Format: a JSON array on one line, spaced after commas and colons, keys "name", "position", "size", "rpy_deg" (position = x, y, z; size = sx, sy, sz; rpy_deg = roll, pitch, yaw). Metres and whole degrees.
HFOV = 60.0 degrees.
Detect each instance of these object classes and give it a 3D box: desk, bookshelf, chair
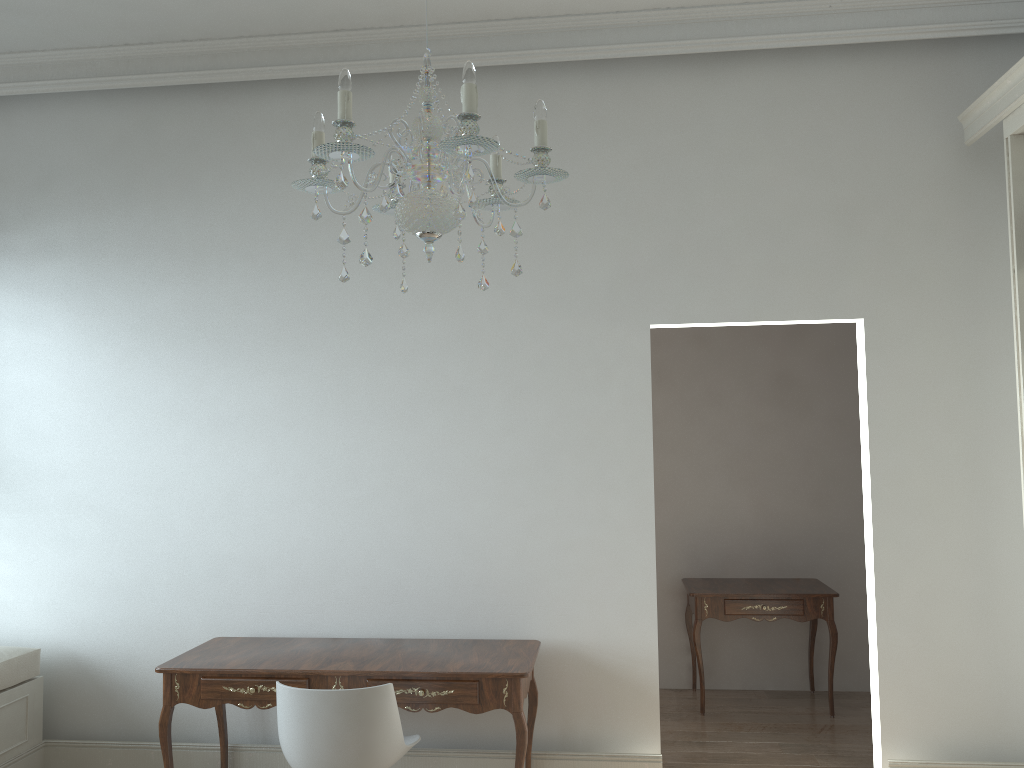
[{"name": "desk", "position": [-0.617, 1.414, 3.538], "size": [1.443, 0.668, 0.555], "rpy_deg": [-1, -4, 6]}, {"name": "bookshelf", "position": [2.050, 0.210, 2.827], "size": [0.399, 2.523, 0.972], "rpy_deg": [-1, -4, 6]}, {"name": "chair", "position": [-0.574, 1.361, 3.093], "size": [0.478, 0.715, 0.514], "rpy_deg": [-1, -4, 6]}, {"name": "desk", "position": [1.396, 1.482, 5.034], "size": [0.800, 0.668, 0.555], "rpy_deg": [-1, -4, 6]}]

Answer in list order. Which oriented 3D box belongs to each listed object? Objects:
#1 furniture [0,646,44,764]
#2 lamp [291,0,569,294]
[{"name": "furniture", "position": [-2.647, 1.279, 2.449], "size": [0.837, 0.459, 3.150], "rpy_deg": [-1, -4, 6]}, {"name": "lamp", "position": [-0.208, -1.506, 2.108], "size": [0.577, 2.542, 0.648], "rpy_deg": [1, -4, -24]}]
